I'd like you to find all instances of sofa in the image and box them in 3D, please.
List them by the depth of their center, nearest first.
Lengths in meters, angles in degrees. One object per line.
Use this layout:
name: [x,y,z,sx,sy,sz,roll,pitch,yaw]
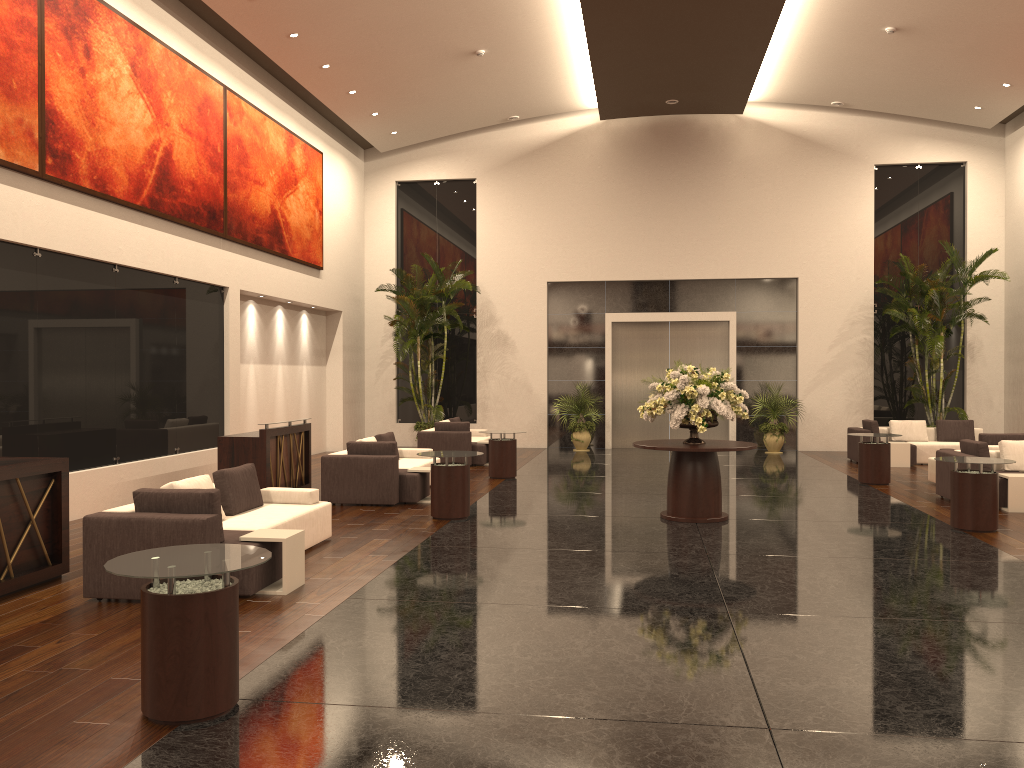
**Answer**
sofa: [-2.522,1.259,8.230,1.291,0.862,2.846,0,1,8]
sofa: [7.481,1.210,12.094,2.846,0.862,1.291,0,1,8]
sofa: [-1.763,1.208,13.347,1.291,0.862,2.846,0,1,8]
sofa: [8.216,1.180,15.073,2.586,0.862,3.366,0,1,8]
sofa: [8.313,1.154,17.705,2.846,0.862,1.291,0,1,8]
sofa: [-1.002,1.157,18.481,1.291,0.862,2.846,0,1,8]

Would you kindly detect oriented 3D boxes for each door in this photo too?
door: [3.783,0.030,21.264,2.767,3.048,0.040,0,1,8]

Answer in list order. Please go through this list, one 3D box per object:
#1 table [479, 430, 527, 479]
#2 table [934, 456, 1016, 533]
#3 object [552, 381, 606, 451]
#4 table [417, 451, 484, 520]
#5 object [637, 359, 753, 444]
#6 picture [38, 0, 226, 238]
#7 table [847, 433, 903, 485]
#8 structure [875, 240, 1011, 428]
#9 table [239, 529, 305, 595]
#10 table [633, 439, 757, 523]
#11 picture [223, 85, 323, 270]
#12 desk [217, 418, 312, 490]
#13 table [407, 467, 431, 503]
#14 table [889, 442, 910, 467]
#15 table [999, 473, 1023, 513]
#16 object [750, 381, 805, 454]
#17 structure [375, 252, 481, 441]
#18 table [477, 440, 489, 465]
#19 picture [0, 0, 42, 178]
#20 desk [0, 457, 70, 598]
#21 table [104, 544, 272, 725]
table: [-0.161,1.219,15.311,0.833,0.795,0.844,0,1,-31]
table: [5.283,1.264,10.134,0.833,0.795,0.844,0,1,-31]
object: [1.636,0.723,20.761,1.297,1.682,1.373,0,1,41]
table: [-0.767,1.262,11.031,0.833,0.795,0.844,0,1,-31]
object: [2.283,0.188,10.972,1.453,1.097,1.402,0,1,-36]
picture: [-5.095,-3.649,12.399,0.070,2.526,4.515,0,1,8]
table: [5.889,1.221,14.414,0.833,0.795,0.844,0,1,-31]
structure: [9.144,-0.733,19.068,2.436,4.611,2.531,0,1,-20]
table: [-1.986,1.469,7.360,0.400,0.460,0.400,0,1,8]
table: [2.258,1.196,10.988,1.498,0.921,1.498,0,1,-1]
picture: [-4.431,-3.694,16.872,0.070,2.526,4.515,0,1,8]
desk: [-3.505,1.088,12.800,0.760,1.114,1.634,0,1,8]
table: [-1.227,1.418,12.477,0.400,0.460,0.400,0,1,8]
table: [7.441,1.362,17.172,0.400,0.460,0.400,0,1,8]
table: [6.609,1.418,11.560,0.400,0.460,0.400,0,1,8]
object: [5.914,0.725,20.074,1.373,1.682,1.297,-1,1,-44]
structure: [-1.942,-0.738,20.857,2.436,4.611,2.531,0,1,-20]
table: [-0.466,1.367,17.611,0.400,0.460,0.400,0,1,8]
picture: [-5.757,-3.605,7.930,0.070,2.526,4.515,0,1,8]
desk: [-4.454,1.186,6.608,0.700,1.043,2.606,0,1,8]
table: [-1.705,1.325,4.709,0.844,0.795,0.833,-1,1,-43]
